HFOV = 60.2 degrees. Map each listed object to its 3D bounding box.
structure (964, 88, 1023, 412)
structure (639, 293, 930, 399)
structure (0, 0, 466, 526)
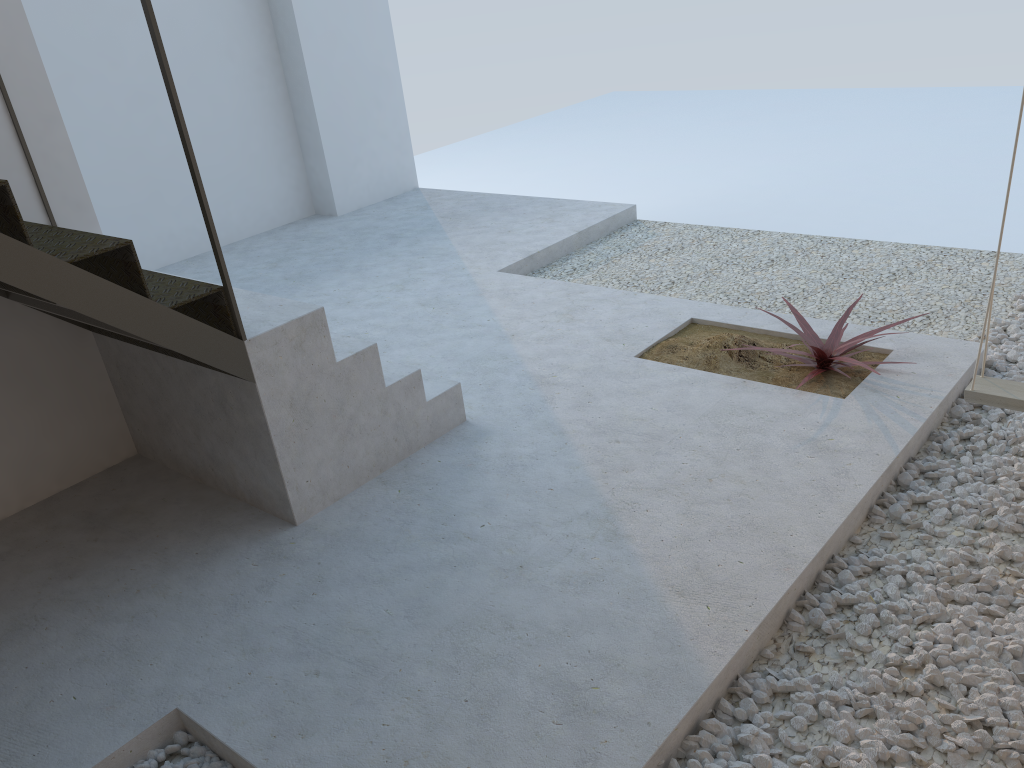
[{"bbox_3d":[1.589,-0.751,2.342,0.456,1.942,0.125,16,36,36],"label":"structure"},{"bbox_3d":[1.197,-0.191,4.015,1.188,0.304,0.726,14,34,38],"label":"structure"},{"bbox_3d":[-2.942,-0.465,1.142,1.143,4.109,6.376,17,36,38],"label":"structure"}]
